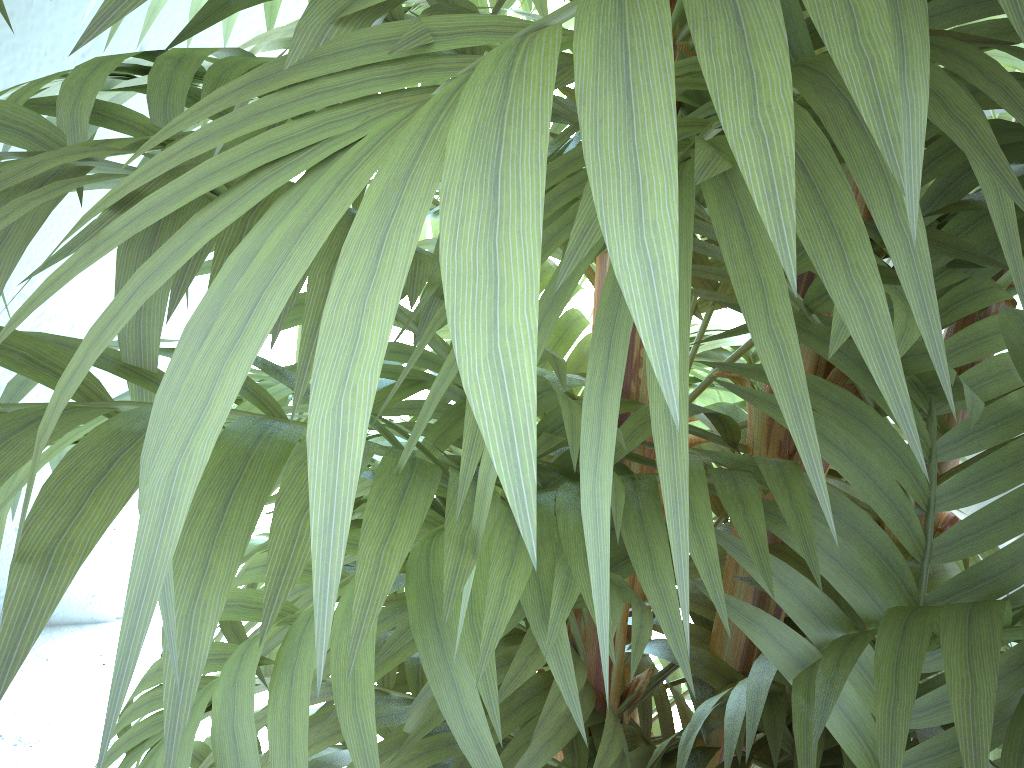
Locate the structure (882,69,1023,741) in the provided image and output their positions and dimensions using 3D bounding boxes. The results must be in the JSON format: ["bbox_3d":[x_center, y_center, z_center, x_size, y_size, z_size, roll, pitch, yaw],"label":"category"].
[{"bbox_3d":[1.523,0.026,1.188,1.184,2.114,1.835,4,10,-32],"label":"structure"}]

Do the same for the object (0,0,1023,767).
[{"bbox_3d":[0.121,-0.040,0.409,1.020,2.034,0.980,12,9,16],"label":"object"}]
